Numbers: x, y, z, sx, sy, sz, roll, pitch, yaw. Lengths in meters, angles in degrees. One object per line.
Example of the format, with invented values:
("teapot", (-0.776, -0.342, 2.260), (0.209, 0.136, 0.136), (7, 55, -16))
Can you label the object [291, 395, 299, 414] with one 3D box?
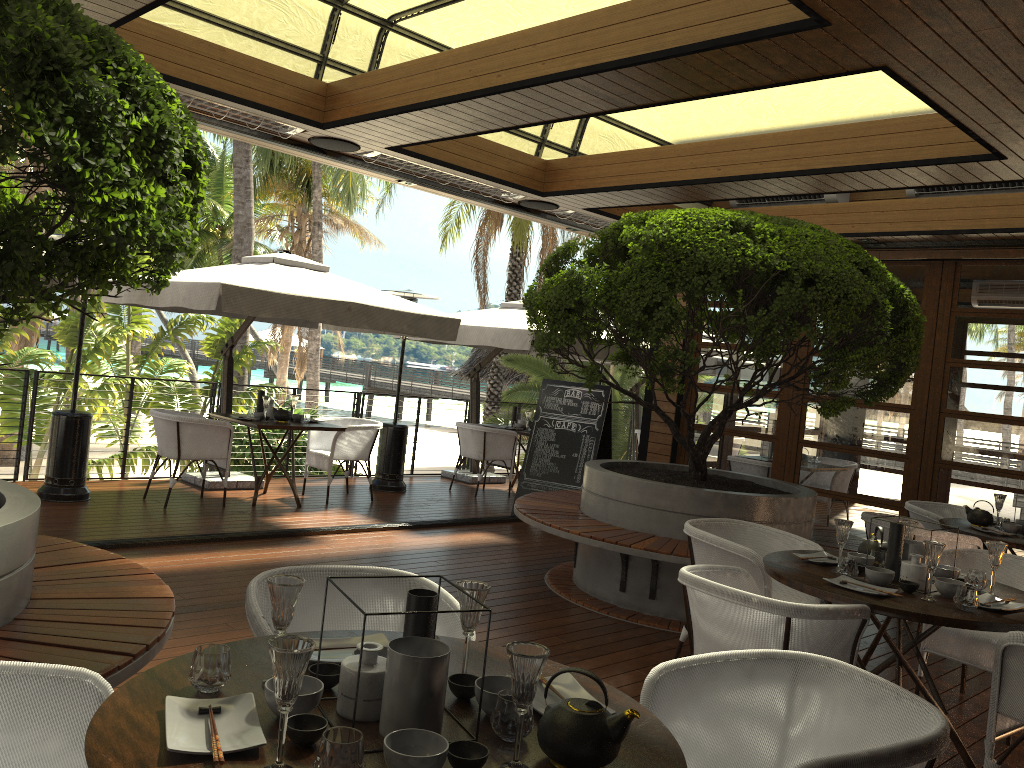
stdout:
("object", (-2.089, 0.225, 8.496), (0.082, 0.227, 0.082), (6, 0, -44))

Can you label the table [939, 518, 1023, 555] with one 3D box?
("table", (3.420, 1.375, 5.852), (1.166, 0.749, 1.165), (6, 1, 14))

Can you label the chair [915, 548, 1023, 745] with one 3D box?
("chair", (2.423, 1.278, 4.452), (0.616, 0.788, 0.628), (6, 1, -39))

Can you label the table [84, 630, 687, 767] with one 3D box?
("table", (-0.271, 1.061, 1.815), (1.167, 0.749, 1.165), (7, 1, 25))

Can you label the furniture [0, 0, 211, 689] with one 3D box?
("furniture", (-2.349, -0.153, 2.638), (2.619, 2.722, 2.692), (7, 1, 36))

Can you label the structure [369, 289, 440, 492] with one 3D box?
("structure", (-1.237, 0.058, 9.677), (0.700, 2.192, 0.698), (6, 0, 33))

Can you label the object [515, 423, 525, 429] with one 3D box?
("object", (0.089, 0.503, 10.474), (0.116, 0.065, 0.116), (5, 1, -41))

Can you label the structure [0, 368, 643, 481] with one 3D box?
("structure", (-6.158, 0.290, 6.011), (26.242, 1.153, 0.163), (5, 1, -45))

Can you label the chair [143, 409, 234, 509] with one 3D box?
("chair", (-2.817, 0.639, 7.656), (0.616, 0.788, 0.628), (6, 1, -44))

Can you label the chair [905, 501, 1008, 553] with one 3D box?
("chair", (3.274, 1.323, 6.646), (0.627, 0.788, 0.617), (6, 1, -14))

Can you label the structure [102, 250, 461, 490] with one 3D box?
("structure", (-2.222, -0.084, 8.280), (2.411, 2.332, 2.416), (6, 1, -45))

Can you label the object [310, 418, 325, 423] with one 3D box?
("object", (-1.939, 0.346, 8.493), (0.170, 0.025, 0.295), (5, 2, -45))

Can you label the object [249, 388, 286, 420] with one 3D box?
("object", (-2.312, 0.188, 8.373), (0.263, 0.264, 0.263), (6, 1, 0))

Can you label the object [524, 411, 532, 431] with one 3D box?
("object", (0.183, 0.432, 10.325), (0.082, 0.227, 0.082), (6, 0, -44))

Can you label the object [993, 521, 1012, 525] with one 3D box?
("object", (3.417, 0.977, 6.237), (0.294, 0.025, 0.170), (6, 1, -10))

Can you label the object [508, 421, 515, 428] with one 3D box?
("object", (0.000, 0.481, 10.538), (0.086, 0.086, 0.086), (6, 1, -40))

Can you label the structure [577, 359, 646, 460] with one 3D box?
("structure", (2.559, 0.334, 13.023), (2.411, 2.332, 2.416), (6, 1, -45))

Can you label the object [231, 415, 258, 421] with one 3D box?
("object", (-2.383, 0.309, 7.956), (0.170, 0.025, 0.295), (5, 2, -45))

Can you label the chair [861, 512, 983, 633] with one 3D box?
("chair", (2.566, 1.267, 5.705), (0.616, 0.788, 0.628), (6, 1, -14))

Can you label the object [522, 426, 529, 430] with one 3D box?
("object", (0.158, 0.524, 10.405), (0.080, 0.042, 0.080), (7, 1, 37))

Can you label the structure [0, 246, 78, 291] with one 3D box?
("structure", (-4.612, -0.292, 5.908), (2.411, 2.332, 2.416), (6, 1, -45))

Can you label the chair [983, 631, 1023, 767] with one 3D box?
("chair", (2.119, 1.272, 3.182), (0.627, 0.788, 0.617), (6, 1, -39))

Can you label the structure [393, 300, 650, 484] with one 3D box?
("structure", (0.168, 0.125, 10.651), (2.411, 2.332, 2.416), (6, 1, -45))

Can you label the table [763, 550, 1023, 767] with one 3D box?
("table", (1.644, 1.225, 3.827), (1.166, 0.749, 1.165), (6, 1, 14))

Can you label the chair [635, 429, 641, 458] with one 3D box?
("chair", (2.028, 1.062, 12.464), (0.616, 0.788, 0.628), (6, 1, -44))

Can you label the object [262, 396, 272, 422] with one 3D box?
("object", (-2.209, 0.223, 7.951), (0.082, 0.227, 0.082), (6, 0, 34))

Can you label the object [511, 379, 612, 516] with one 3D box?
("object", (0.581, 0.675, 8.956), (0.769, 1.397, 0.771), (6, 0, 30))

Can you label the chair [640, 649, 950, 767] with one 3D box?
("chair", (0.666, 1.136, 2.190), (0.616, 0.788, 0.628), (6, 1, -24))

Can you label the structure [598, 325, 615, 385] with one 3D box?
("structure", (1.168, 0.268, 12.064), (0.700, 2.192, 0.698), (6, 0, 33))

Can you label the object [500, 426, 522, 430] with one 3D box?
("object", (0.010, 0.518, 10.330), (0.170, 0.025, 0.295), (5, 2, -45))

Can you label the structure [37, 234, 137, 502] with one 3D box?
("structure", (-3.594, -0.148, 7.338), (0.700, 2.192, 0.698), (6, 0, 33))

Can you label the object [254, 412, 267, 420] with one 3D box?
("object", (-2.303, 0.294, 8.100), (0.116, 0.065, 0.116), (7, 1, 44))

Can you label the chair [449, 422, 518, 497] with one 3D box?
("chair", (-0.347, 0.854, 10.107), (0.616, 0.788, 0.628), (6, 1, -44))

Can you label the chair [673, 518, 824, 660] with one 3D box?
("chair", (1.189, 1.142, 4.558), (0.627, 0.788, 0.617), (6, 1, -39))

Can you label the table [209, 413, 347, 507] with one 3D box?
("table", (-2.219, 0.709, 8.259), (0.930, 0.749, 0.932), (5, 1, -45))

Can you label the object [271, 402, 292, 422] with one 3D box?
("object", (-2.107, 0.257, 8.157), (0.167, 0.179, 0.163), (6, 1, -43))

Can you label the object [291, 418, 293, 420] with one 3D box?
("object", (-2.086, 0.323, 8.418), (0.080, 0.042, 0.080), (6, 1, 7))

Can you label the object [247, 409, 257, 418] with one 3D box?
("object", (-2.393, 0.272, 8.164), (0.086, 0.086, 0.086), (6, 1, -40))

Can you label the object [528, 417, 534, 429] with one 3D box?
("object", (0.285, 0.466, 10.534), (0.168, 0.179, 0.163), (7, 1, 43))

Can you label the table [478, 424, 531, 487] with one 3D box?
("table", (0.178, 0.918, 10.637), (0.930, 0.749, 0.932), (5, 1, -45))

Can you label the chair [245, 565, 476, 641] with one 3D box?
("chair", (-0.499, 1.000, 2.614), (0.627, 0.788, 0.617), (6, 1, -24))

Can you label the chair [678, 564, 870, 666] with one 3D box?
("chair", (0.943, 1.140, 3.405), (0.616, 0.788, 0.628), (6, 1, -39))

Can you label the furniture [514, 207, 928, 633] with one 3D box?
("furniture", (1.368, 0.174, 6.228), (2.570, 2.722, 2.718), (6, 1, 10))

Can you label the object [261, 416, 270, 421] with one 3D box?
("object", (-2.235, 0.315, 8.031), (0.080, 0.042, 0.080), (6, 1, 7))

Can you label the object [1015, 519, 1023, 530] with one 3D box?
("object", (3.515, 0.971, 6.081), (0.116, 0.065, 0.116), (6, 1, -34))

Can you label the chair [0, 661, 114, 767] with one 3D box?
("chair", (-1.033, 0.965, 1.563), (0.616, 0.788, 0.628), (6, 1, -24))

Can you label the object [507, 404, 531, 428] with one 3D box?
("object", (0.081, 0.397, 10.747), (0.263, 0.264, 0.263), (6, 1, 0))

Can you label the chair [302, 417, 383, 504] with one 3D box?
("chair", (-1.658, 0.741, 8.771), (0.616, 0.788, 0.628), (6, 1, -44))

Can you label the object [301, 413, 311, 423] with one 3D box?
("object", (-1.924, 0.321, 8.281), (0.086, 0.086, 0.086), (6, 1, -40))

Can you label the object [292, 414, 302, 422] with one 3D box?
("object", (-2.014, 0.321, 8.348), (0.116, 0.065, 0.116), (7, 1, 44))
